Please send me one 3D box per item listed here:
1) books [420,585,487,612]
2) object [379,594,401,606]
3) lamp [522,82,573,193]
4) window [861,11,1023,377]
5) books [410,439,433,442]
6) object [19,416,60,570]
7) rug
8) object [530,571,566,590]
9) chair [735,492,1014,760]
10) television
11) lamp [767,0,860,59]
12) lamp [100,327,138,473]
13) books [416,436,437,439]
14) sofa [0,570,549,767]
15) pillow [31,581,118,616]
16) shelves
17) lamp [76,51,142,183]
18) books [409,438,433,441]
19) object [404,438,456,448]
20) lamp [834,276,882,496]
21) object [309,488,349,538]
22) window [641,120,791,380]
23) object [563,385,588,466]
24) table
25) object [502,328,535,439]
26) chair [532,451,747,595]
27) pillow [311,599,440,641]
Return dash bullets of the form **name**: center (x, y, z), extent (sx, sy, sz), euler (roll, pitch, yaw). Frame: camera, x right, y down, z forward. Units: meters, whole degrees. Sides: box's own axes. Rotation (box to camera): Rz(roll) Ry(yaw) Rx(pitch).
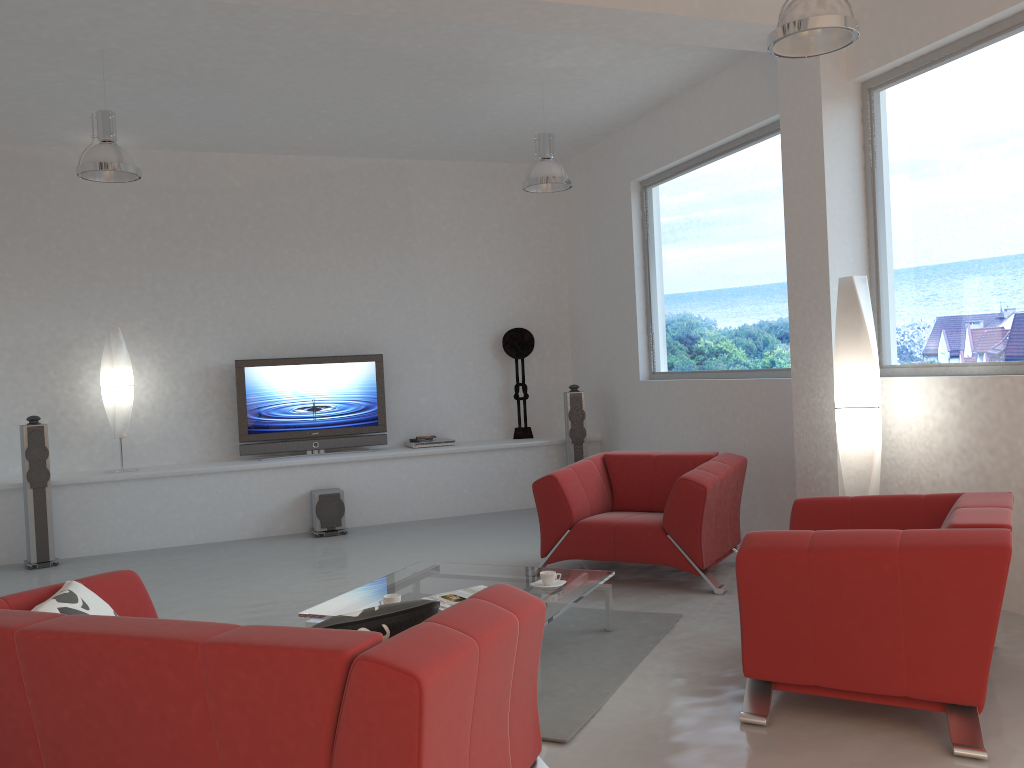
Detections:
- **books**: center (-0.201, 0.991, 4.062), extent (0.367, 0.035, 0.345), euler (-3, 1, -30)
- **object**: center (-0.539, 0.992, 4.010), extent (0.153, 0.069, 0.153), euler (-3, 1, 6)
- **lamp**: center (0.247, -1.871, 6.657), extent (0.379, 0.800, 0.379), euler (-3, 1, 19)
- **window**: center (2.642, -0.947, 4.334), extent (0.100, 1.800, 2.400), euler (-3, 1, -20)
- **books**: center (-0.884, 0.553, 8.639), extent (0.135, 0.015, 0.190), euler (-2, 1, 35)
- **object**: center (-3.733, 0.839, 6.972), extent (0.255, 1.184, 0.273), euler (-4, 1, -35)
- **rug**: center (-0.217, 1.294, 4.306), extent (1.700, 0.025, 1.700), euler (-2, 1, 25)
- **object**: center (0.175, 0.951, 4.312), extent (0.153, 0.069, 0.153), euler (-2, 1, 36)
- **chair**: center (1.518, 0.853, 3.628), extent (0.951, 0.738, 1.288), euler (-2, 1, 30)
- **television**: center (-1.863, 0.206, 8.309), extent (1.356, 0.919, 0.343), euler (-3, 1, -20)
- **lamp**: center (1.286, -1.878, 3.843), extent (0.379, 0.800, 0.379), euler (-3, 1, 9)
- **lamp**: center (-3.399, 0.132, 7.654), extent (0.263, 1.239, 0.263), euler (-3, 1, -28)
- **books**: center (-0.837, 0.520, 8.654), extent (0.190, 0.015, 0.135), euler (-3, 1, -10)
- **sofa**: center (-0.863, 0.987, 2.692), extent (1.929, 0.738, 0.951), euler (-3, 1, 20)
- **pillow**: center (-1.356, 0.832, 2.863), extent (0.288, 0.343, 0.402), euler (-3, 1, -13)
- **shelves**: center (-1.793, 0.689, 8.209), extent (5.500, 0.050, 0.650), euler (-3, 1, -20)
- **lamp**: center (-2.572, -1.714, 5.616), extent (0.379, 0.800, 0.379), euler (-3, 1, -24)
- **books**: center (-0.886, 0.538, 8.642), extent (0.190, 0.015, 0.135), euler (-4, 1, -40)
- **object**: center (-0.804, 0.577, 8.698), extent (0.430, 0.045, 0.352), euler (-3, 1, -20)
- **lamp**: center (1.952, 0.289, 4.979), extent (0.313, 1.779, 0.313), euler (-3, 1, -28)
- **object**: center (-1.617, 1.125, 7.782), extent (0.336, 0.374, 0.337), euler (-3, 1, -20)
- **window**: center (1.672, -0.941, 6.961), extent (0.100, 1.800, 2.400), euler (-3, 1, -20)
- **object**: center (0.623, 0.596, 8.576), extent (0.255, 1.184, 0.273), euler (-3, 1, -5)
- **table**: center (-0.219, 1.148, 4.315), extent (1.162, 0.286, 1.097), euler (-2, 1, 25)
- **object**: center (0.087, -0.009, 9.030), extent (0.331, 1.130, 0.108), euler (-3, 1, 5)
- **chair**: center (0.853, 0.852, 5.790), extent (1.288, 0.738, 0.951), euler (-2, 1, 30)
- **pillow**: center (-0.420, 0.790, 2.520), extent (0.402, 0.343, 0.288), euler (-3, 1, -28)
